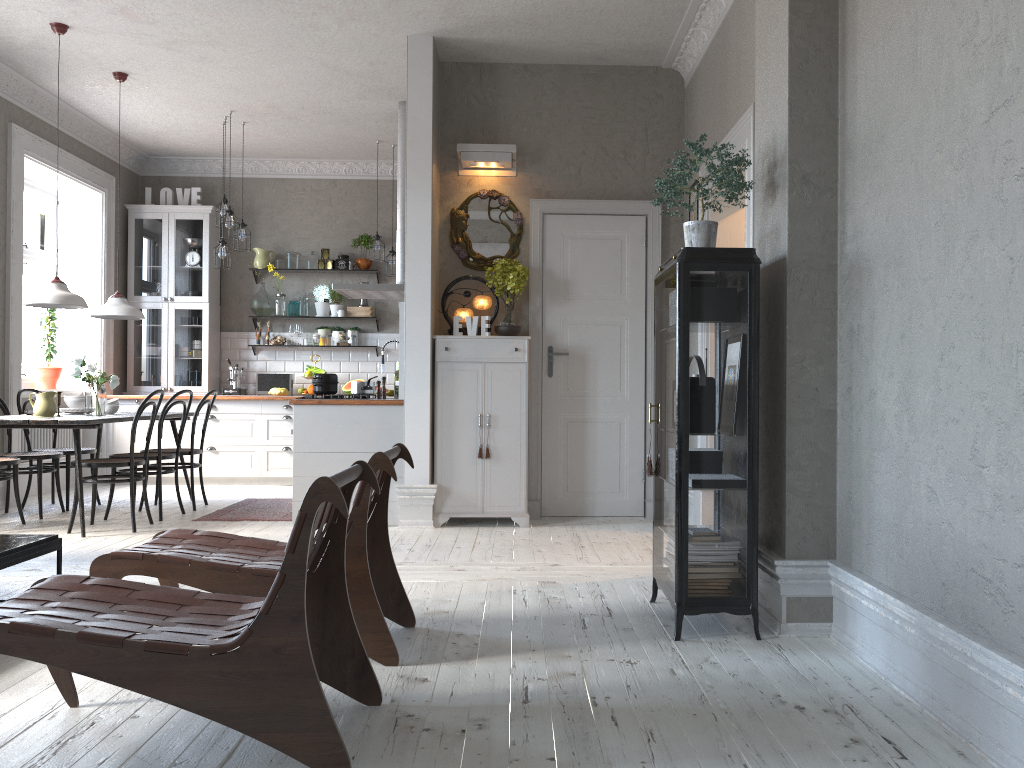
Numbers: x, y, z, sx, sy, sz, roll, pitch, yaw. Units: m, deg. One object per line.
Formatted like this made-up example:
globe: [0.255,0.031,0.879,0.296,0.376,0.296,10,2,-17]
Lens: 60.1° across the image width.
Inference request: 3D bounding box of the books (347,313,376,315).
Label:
books: [-1.571,-0.728,9.236,0.259,0.016,0.158,0,0,7]

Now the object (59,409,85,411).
object: [-3.197,0.199,6.516,0.242,0.027,0.233,1,-1,-33]

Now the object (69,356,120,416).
object: [-2.858,0.013,6.077,0.312,0.414,0.251,0,0,-3]

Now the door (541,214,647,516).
door: [0.595,-0.134,6.412,0.752,2.183,0.080,0,0,-3]

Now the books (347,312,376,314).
books: [-1.571,-0.739,9.236,0.260,0.011,0.158,0,0,4]

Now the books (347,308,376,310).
books: [-1.571,-0.782,9.236,0.259,0.016,0.158,0,0,7]

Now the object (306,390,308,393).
object: [-2.062,0.086,9.009,0.070,0.076,0.226,1,0,-18]

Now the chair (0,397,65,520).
chair: [-3.522,0.491,6.348,0.551,0.920,0.436,0,0,-4]

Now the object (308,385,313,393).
object: [-1.993,0.050,8.889,0.115,0.110,0.109,1,-1,-34]

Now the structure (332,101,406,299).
structure: [-1.064,-1.540,7.408,0.714,1.596,0.711,0,0,-1]

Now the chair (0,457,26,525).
chair: [-3.521,0.487,5.793,0.547,0.920,0.440,0,0,6]

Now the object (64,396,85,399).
object: [-3.197,0.135,6.516,0.181,0.094,0.178,0,0,-10]

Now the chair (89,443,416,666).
chair: [-0.882,0.585,3.185,1.018,0.721,0.507,0,0,-2]

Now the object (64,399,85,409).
object: [-3.197,0.155,6.516,0.181,0.094,0.178,0,0,-10]

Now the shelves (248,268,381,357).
shelves: [-2.043,-0.721,9.212,1.318,0.923,0.228,0,0,-2]

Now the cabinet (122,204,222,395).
cabinet: [-3.432,-0.823,9.024,0.881,1.921,0.387,0,0,-2]

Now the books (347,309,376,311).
books: [-1.571,-0.771,9.236,0.259,0.016,0.159,0,0,11]

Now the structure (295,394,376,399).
structure: [-1.231,0.091,6.345,0.497,0.031,0.605,0,0,-1]

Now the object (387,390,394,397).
object: [-1.223,0.093,8.995,0.204,0.073,0.117,1,-1,-38]

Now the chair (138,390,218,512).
chair: [-2.569,0.501,6.829,0.551,0.920,0.436,0,0,-4]

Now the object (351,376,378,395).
object: [-1.037,0.011,6.439,0.298,0.134,0.178,0,-1,33]

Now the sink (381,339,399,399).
sink: [-1.084,0.005,6.997,0.529,0.720,0.485,0,0,-1]

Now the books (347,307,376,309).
books: [-1.571,-0.793,9.236,0.260,0.011,0.158,0,0,4]

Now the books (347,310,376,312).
books: [-1.571,-0.761,9.236,0.260,0.011,0.158,0,0,4]

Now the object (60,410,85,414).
object: [-3.197,0.208,6.516,0.235,0.027,0.240,0,0,17]

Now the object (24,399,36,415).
object: [-3.374,0.163,6.283,0.141,0.112,0.137,1,0,-18]

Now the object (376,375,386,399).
object: [-0.906,0.024,6.133,0.073,0.167,0.036,0,0,-2]

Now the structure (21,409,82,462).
structure: [-4.080,0.437,7.734,0.149,0.428,1.220,0,0,-2]

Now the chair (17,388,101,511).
chair: [-3.501,0.495,6.834,0.545,0.920,0.441,0,0,11]

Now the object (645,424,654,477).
object: [0.597,0.288,3.842,0.041,0.234,0.044,1,-1,-44]

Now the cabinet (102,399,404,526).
cabinet: [-1.843,0.541,7.762,2.030,0.854,4.105,1,-1,-45]

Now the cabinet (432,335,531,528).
cabinet: [-0.207,0.323,6.150,0.667,1.297,0.383,0,0,-2]

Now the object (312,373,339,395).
object: [-1.307,0.000,6.201,0.193,0.147,0.190,1,0,-21]

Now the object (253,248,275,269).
object: [-2.568,-1.288,9.143,0.189,0.216,0.175,0,0,13]

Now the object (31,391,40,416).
object: [-3.228,0.132,6.049,0.097,0.172,0.094,1,0,-20]

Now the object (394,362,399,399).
object: [-0.840,-0.027,6.666,0.089,0.282,0.081,0,0,-1]

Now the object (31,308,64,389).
object: [-4.182,-0.358,7.983,0.255,0.813,0.264,0,-1,26]

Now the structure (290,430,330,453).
structure: [-1.208,0.455,6.339,0.619,0.623,0.621,0,0,-1]

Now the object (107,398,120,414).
object: [-2.979,0.164,6.567,0.123,0.119,0.129,0,0,15]

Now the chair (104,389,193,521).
chair: [-2.590,0.497,6.345,0.547,0.920,0.440,0,0,6]

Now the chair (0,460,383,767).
chair: [-0.886,0.579,2.328,1.018,0.721,0.507,0,0,-2]

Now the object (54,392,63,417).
object: [-3.044,0.135,5.948,0.059,0.167,0.060,0,0,13]

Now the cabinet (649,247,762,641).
cabinet: [0.765,0.225,3.594,0.348,1.471,0.617,0,0,0]

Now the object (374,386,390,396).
object: [-1.323,0.065,8.817,0.227,0.127,0.146,1,0,-19]

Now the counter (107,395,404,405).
counter: [-2.293,0.126,7.602,3.165,0.039,3.386,0,0,-1]

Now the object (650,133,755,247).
object: [0.775,-0.763,3.595,0.410,0.506,0.402,0,0,15]

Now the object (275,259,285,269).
object: [-2.408,-1.233,9.206,0.103,0.111,0.103,0,0,-1]

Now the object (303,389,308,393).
object: [-2.077,0.077,8.993,0.084,0.057,0.090,0,-1,31]

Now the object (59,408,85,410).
object: [-3.197,0.191,6.516,0.234,0.027,0.241,0,0,22]

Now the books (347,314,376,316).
books: [-1.572,-0.717,9.236,0.259,0.016,0.159,0,0,11]

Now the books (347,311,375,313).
books: [-1.571,-0.750,9.236,0.261,0.011,0.158,0,0,1]

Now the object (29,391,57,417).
object: [-3.100,0.132,5.863,0.153,0.170,0.133,1,-1,-40]

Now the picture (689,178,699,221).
picture: [1.256,-1.181,6.127,0.012,0.416,0.282,0,0,0]

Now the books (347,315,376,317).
books: [-1.572,-0.707,9.236,0.260,0.011,0.158,0,0,4]

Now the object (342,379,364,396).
object: [-1.581,0.040,8.858,0.232,0.174,0.220,0,0,21]

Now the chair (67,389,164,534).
chair: [-2.589,0.493,5.811,0.551,0.920,0.436,0,0,-4]

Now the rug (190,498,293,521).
rug: [-1.865,0.956,6.801,0.737,0.014,1.287,0,0,0]

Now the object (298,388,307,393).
object: [-2.117,0.073,9.028,0.075,0.072,0.154,0,-1,29]
